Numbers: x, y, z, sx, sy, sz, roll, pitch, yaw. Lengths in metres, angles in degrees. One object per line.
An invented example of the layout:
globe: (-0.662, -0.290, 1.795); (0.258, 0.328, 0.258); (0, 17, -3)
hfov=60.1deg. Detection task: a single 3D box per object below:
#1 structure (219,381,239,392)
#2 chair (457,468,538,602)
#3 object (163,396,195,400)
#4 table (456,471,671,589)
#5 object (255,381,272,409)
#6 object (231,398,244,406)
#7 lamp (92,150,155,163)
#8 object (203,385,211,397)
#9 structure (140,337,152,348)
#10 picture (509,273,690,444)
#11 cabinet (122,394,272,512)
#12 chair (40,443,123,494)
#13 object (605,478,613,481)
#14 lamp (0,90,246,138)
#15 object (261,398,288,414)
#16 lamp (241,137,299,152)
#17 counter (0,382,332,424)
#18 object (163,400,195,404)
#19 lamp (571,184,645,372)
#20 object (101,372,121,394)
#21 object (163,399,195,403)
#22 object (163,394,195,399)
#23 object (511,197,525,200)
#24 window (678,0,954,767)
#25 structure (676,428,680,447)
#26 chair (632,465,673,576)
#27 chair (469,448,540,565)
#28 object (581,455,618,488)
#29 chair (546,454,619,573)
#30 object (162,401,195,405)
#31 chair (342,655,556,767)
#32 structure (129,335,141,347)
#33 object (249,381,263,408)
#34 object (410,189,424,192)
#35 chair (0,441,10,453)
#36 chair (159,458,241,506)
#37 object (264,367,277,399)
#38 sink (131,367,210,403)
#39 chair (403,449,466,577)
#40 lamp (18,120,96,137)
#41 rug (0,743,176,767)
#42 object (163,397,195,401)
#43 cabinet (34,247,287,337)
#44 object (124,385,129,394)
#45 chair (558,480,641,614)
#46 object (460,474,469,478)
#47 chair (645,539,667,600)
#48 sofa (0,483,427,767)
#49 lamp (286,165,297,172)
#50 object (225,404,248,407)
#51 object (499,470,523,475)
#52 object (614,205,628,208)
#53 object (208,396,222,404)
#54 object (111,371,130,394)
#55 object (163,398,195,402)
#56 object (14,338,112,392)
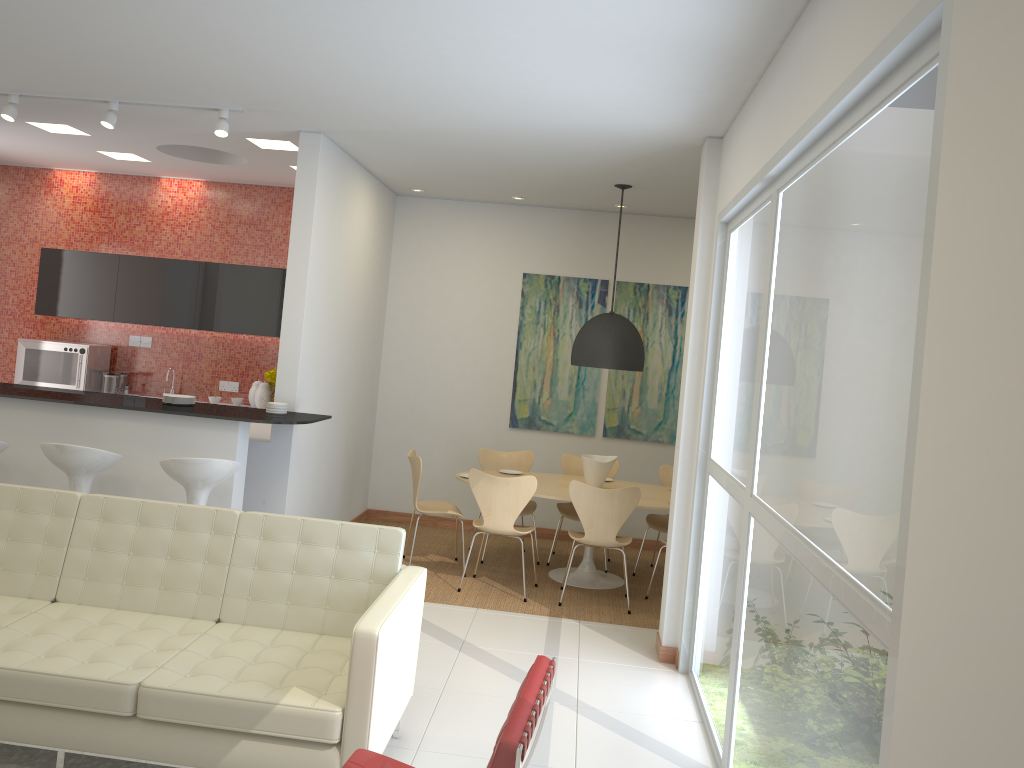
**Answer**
structure: (-2.817, 0.025, 8.814); (0.198, 0.099, 0.016); (5, -1, 5)
chair: (-0.065, 1.085, 6.596); (0.522, 0.907, 0.515); (5, 0, 12)
object: (-2.268, 0.095, 6.035); (0.210, 0.015, 0.211); (3, 3, -41)
table: (0.630, 1.211, 7.180); (2.263, 0.730, 1.279); (5, 2, 6)
object: (-2.366, 0.115, 8.434); (0.159, 0.283, 0.160); (5, 0, -34)
object: (-2.674, 0.175, 8.612); (0.120, 0.084, 0.121); (4, 2, -30)
lamp: (-3.503, -2.072, 8.005); (0.408, 0.034, 0.408); (5, 2, 5)
object: (-2.902, 0.105, 8.478); (0.164, 0.178, 0.011); (5, -1, 19)
structure: (-3.678, -0.420, 8.903); (0.114, 0.104, 0.008); (5, -1, 5)
picture: (0.900, -0.246, 8.503); (1.739, 1.508, 0.020); (5, -1, 5)
cabinet: (-3.290, 0.701, 7.605); (3.336, 0.985, 2.494); (5, 2, 5)
chair: (-2.615, 0.845, 5.312); (0.457, 1.022, 0.464); (5, 0, 16)
object: (0.775, 0.828, 7.696); (0.210, 0.015, 0.210); (6, 3, 22)
lamp: (-2.662, -1.786, 5.838); (1.822, 0.199, 0.112); (5, 0, 5)
object: (-1.627, 0.145, 6.068); (0.173, 0.097, 0.140); (5, 1, -2)
lamp: (-1.833, -1.869, 6.860); (0.408, 0.034, 0.408); (5, 2, 5)
counter: (-2.763, 0.103, 5.956); (2.965, 0.019, 0.736); (5, 2, 5)
object: (-2.271, 0.123, 6.035); (0.210, 0.015, 0.211); (3, 3, -41)
lamp: (0.838, -0.872, 7.201); (0.594, 1.495, 0.593); (5, 0, 7)
object: (-3.894, 0.000, 8.588); (0.172, 0.215, 0.171); (5, 0, 23)
object: (-2.270, 0.116, 6.035); (0.210, 0.015, 0.211); (3, 3, -41)
object: (-2.267, 0.088, 6.035); (0.210, 0.015, 0.211); (3, 3, -41)
object: (0.057, -1.734, 8.262); (0.129, 0.010, 0.130); (3, 3, -40)
window: (1.020, 0.406, 3.550); (0.121, 2.715, 3.432); (5, 1, 5)
structure: (1.024, 0.331, 5.465); (0.013, 0.104, 0.114); (5, 1, 5)
chair: (1.393, 1.181, 7.499); (0.522, 0.907, 0.514); (5, 0, 29)
chair: (-0.039, 1.042, 7.652); (0.520, 0.907, 0.516); (5, 0, -16)
object: (0.686, 0.711, 7.172); (0.272, 0.280, 0.260); (6, 1, 40)
chair: (0.626, 1.102, 7.687); (0.522, 0.907, 0.515); (5, 0, 9)
object: (-2.271, 0.130, 6.035); (0.210, 0.015, 0.211); (3, 3, -41)
chair: (-0.249, 1.279, 2.624); (0.707, 0.817, 0.699); (5, 1, 10)
structure: (-3.796, -0.432, 8.910); (0.114, 0.104, 0.013); (5, -1, 5)
object: (-2.472, 0.098, 8.593); (0.159, 0.283, 0.160); (5, 0, -34)
object: (-0.892, -1.825, 8.345); (0.129, 0.010, 0.130); (3, 3, -40)
chair: (-3.341, 0.775, 5.375); (0.457, 1.022, 0.464); (5, 0, 16)
chair: (-1.888, 0.915, 5.252); (0.456, 1.022, 0.465); (5, 0, -9)
object: (-2.104, 0.052, 8.412); (0.522, 0.449, 0.503); (5, 1, 7)
sink: (-3.368, 0.108, 8.624); (0.808, 0.538, 0.416); (5, 0, 5)
chair: (-0.616, 1.013, 7.081); (0.515, 0.907, 0.522); (5, 0, -11)
lamp: (-3.588, -2.037, 7.013); (0.408, 0.034, 0.408); (5, 2, 5)
rug: (-1.973, 1.525, 2.633); (3.329, 0.004, 2.443); (6, 2, 6)
object: (-2.269, 0.102, 6.035); (0.210, 0.015, 0.211); (3, 3, -41)
cabinet: (-3.013, -0.859, 8.683); (3.243, 0.660, 0.351); (5, 0, 5)
object: (-3.802, 0.053, 8.735); (0.037, 0.092, 0.037); (5, 0, 5)
chair: (0.644, 1.155, 6.506); (0.521, 0.907, 0.515); (5, 0, 5)
object: (-0.321, 0.750, 7.163); (0.210, 0.015, 0.210); (7, 3, 27)
chair: (1.350, 1.219, 6.531); (0.521, 0.907, 0.516); (5, 0, -12)
sofa: (-1.736, 1.032, 3.804); (2.565, 0.923, 1.000); (5, 1, 5)
lamp: (-1.749, -1.904, 7.852); (0.408, 0.034, 0.408); (5, 2, 5)
object: (-2.677, 0.214, 8.611); (0.218, 0.014, 0.218); (6, 2, 10)
object: (-0.011, 0.760, 7.607); (0.210, 0.015, 0.210); (7, 3, 27)
object: (1.006, -1.643, 8.180); (0.129, 0.010, 0.130); (3, 3, -40)
object: (-2.844, 0.165, 8.463); (0.121, 0.084, 0.120); (6, 1, 25)
object: (-3.914, -0.012, 8.823); (0.172, 0.215, 0.171); (5, 0, 23)
object: (-2.269, 0.109, 6.035); (0.210, 0.015, 0.211); (3, 3, -41)
object: (-4.408, -0.177, 8.684); (0.722, 0.471, 0.435); (5, 1, 5)
